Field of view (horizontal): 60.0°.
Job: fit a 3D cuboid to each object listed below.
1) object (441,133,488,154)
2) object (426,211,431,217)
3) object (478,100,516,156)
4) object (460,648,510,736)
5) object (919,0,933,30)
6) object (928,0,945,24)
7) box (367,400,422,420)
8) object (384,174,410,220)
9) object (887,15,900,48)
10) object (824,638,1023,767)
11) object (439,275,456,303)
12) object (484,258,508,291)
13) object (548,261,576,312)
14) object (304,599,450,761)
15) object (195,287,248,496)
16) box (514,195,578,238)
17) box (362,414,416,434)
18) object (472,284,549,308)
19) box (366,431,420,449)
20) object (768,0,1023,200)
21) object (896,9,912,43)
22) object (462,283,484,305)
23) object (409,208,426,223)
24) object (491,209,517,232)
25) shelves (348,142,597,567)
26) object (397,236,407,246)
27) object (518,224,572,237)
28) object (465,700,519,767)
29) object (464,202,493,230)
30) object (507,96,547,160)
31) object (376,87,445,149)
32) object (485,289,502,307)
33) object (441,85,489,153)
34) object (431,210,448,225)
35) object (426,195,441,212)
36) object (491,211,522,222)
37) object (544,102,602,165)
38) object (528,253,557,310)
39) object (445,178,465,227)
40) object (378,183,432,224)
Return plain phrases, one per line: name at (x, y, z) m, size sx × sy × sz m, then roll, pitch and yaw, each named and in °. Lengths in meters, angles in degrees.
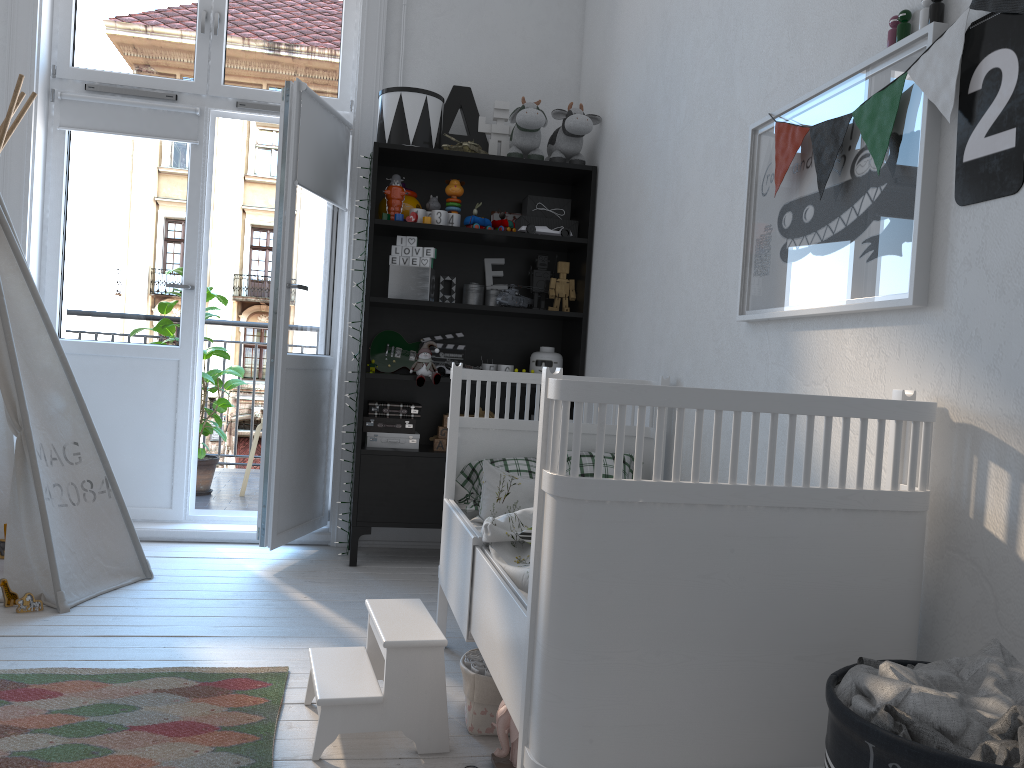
object at (-0.199, -0.981, 3.662) m, size 0.121 × 0.100 × 0.338 m, roll 4°, pitch 1°, yaw 24°
object at (-0.341, -0.674, 3.664) m, size 0.067 × 0.067 × 0.067 m, roll 3°, pitch 2°, yaw -37°
object at (-0.054, -1.070, 3.842) m, size 0.190 × 0.290 × 0.065 m, roll 3°, pitch 1°, yaw -6°
object at (-0.019, 0.717, 2.088) m, size 0.215 × 0.148 × 0.240 m, roll 4°, pitch 1°, yaw -4°
object at (0.739, -0.660, 1.577) m, size 0.025 × 0.064 × 0.025 m, roll 3°, pitch 2°, yaw -16°
object at (0.744, -0.659, 1.552) m, size 0.025 × 0.064 × 0.025 m, roll 3°, pitch 2°, yaw -18°
box at (-0.495, 0.108, 3.713) m, size 0.216 × 0.062 × 0.179 m, roll 3°, pitch 1°, yaw -11°
object at (-0.466, -0.749, 3.593) m, size 0.105 × 0.203 × 0.072 m, roll 4°, pitch 1°, yaw -4°
object at (0.723, -0.663, 1.673) m, size 0.025 × 0.064 × 0.025 m, roll 3°, pitch 2°, yaw -16°
object at (0.551, 0.586, 1.074) m, size 0.345 × 0.513 × 0.346 m, roll 3°, pitch 1°, yaw -21°
object at (-0.281, -0.401, 3.849) m, size 0.070 × 0.135 × 0.028 m, roll 3°, pitch 2°, yaw -11°
object at (-0.071, -0.480, 3.895) m, size 0.107 × 0.151 × 0.055 m, roll 3°, pitch 1°, yaw -11°
object at (0.214, -0.411, 3.780) m, size 0.114 × 0.221 × 0.052 m, roll 3°, pitch 2°, yaw -12°
object at (-0.306, 0.650, 1.999) m, size 0.288 × 0.246 × 0.332 m, roll 3°, pitch 1°, yaw -16°
object at (-1.776, -0.016, 4.875) m, size 0.720 × 1.225 × 0.489 m, roll 4°, pitch 1°, yaw -1°
box at (0.151, -0.707, 3.833) m, size 0.251 × 0.189 × 0.179 m, roll 3°, pitch 1°, yaw -11°
box at (-0.517, 0.168, 3.709) m, size 0.216 × 0.062 × 0.179 m, roll 3°, pitch 1°, yaw -11°
object at (0.002, -0.367, 3.752) m, size 0.368 × 0.106 × 0.349 m, roll 3°, pitch 1°, yaw -9°
box at (-0.502, 0.230, 3.715) m, size 0.216 × 0.062 × 0.179 m, roll 3°, pitch 1°, yaw -11°
object at (0.702, -0.584, 1.723) m, size 0.058 × 0.415 × 0.904 m, roll 3°, pitch 1°, yaw -12°
object at (0.728, -0.662, 1.645) m, size 0.025 × 0.064 × 0.025 m, roll 3°, pitch 1°, yaw -13°
object at (-0.168, -0.381, 3.837) m, size 0.095 × 0.110 × 0.095 m, roll 3°, pitch 1°, yaw -7°
object at (-0.385, -0.675, 3.611) m, size 0.067 × 0.067 × 0.067 m, roll 3°, pitch 1°, yaw -10°
object at (-0.037, -0.685, 3.745) m, size 0.087 × 0.112 × 0.122 m, roll 2°, pitch 2°, yaw -40°
shelves at (-0.179, -0.091, 3.746) m, size 0.911 × 1.678 × 0.353 m, roll 3°, pitch 2°, yaw -11°
object at (-0.446, -0.577, 3.592) m, size 0.040 × 0.040 × 0.040 m, roll 3°, pitch 1°, yaw -6°
object at (0.138, -0.634, 3.691) m, size 0.230 × 0.048 × 0.098 m, roll 3°, pitch 1°, yaw -21°
object at (-0.009, 0.720, 1.814) m, size 0.254 × 0.152 × 0.125 m, roll 3°, pitch 1°, yaw -12°
object at (-0.137, -0.690, 3.683) m, size 0.121 × 0.126 × 0.087 m, roll 3°, pitch 2°, yaw -34°
object at (0.059, -1.038, 3.697) m, size 0.154 × 0.253 × 0.370 m, roll 4°, pitch 1°, yaw -3°
object at (-0.404, -1.075, 3.729) m, size 0.272 × 0.259 × 0.395 m, roll 4°, pitch 1°, yaw 17°
object at (-0.056, -0.365, 3.774) m, size 0.078 × 0.091 × 0.246 m, roll 3°, pitch 1°, yaw -16°
object at (-0.228, -1.108, 3.838) m, size 0.343 × 0.344 × 0.057 m, roll 3°, pitch 2°, yaw -11°
object at (-0.297, -0.670, 3.613) m, size 0.067 × 0.067 × 0.067 m, roll 3°, pitch 1°, yaw -10°
object at (-0.336, -0.722, 3.768) m, size 0.063 × 0.160 × 0.063 m, roll 3°, pitch 2°, yaw -32°
object at (0.078, -0.687, 3.927) m, size 0.347 × 0.132 × 0.037 m, roll 3°, pitch 1°, yaw -11°
object at (0.208, -1.029, 3.731) m, size 0.211 × 0.253 × 0.386 m, roll 3°, pitch 1°, yaw -27°
object at (0.129, -0.437, 3.826) m, size 0.117 × 0.259 × 0.081 m, roll 3°, pitch 1°, yaw -11°
object at (-0.241, -0.740, 3.661) m, size 0.077 × 0.213 × 0.077 m, roll 4°, pitch 2°, yaw 22°
object at (-0.447, -0.745, 3.668) m, size 0.197 × 0.197 × 0.318 m, roll 3°, pitch 1°, yaw -15°
